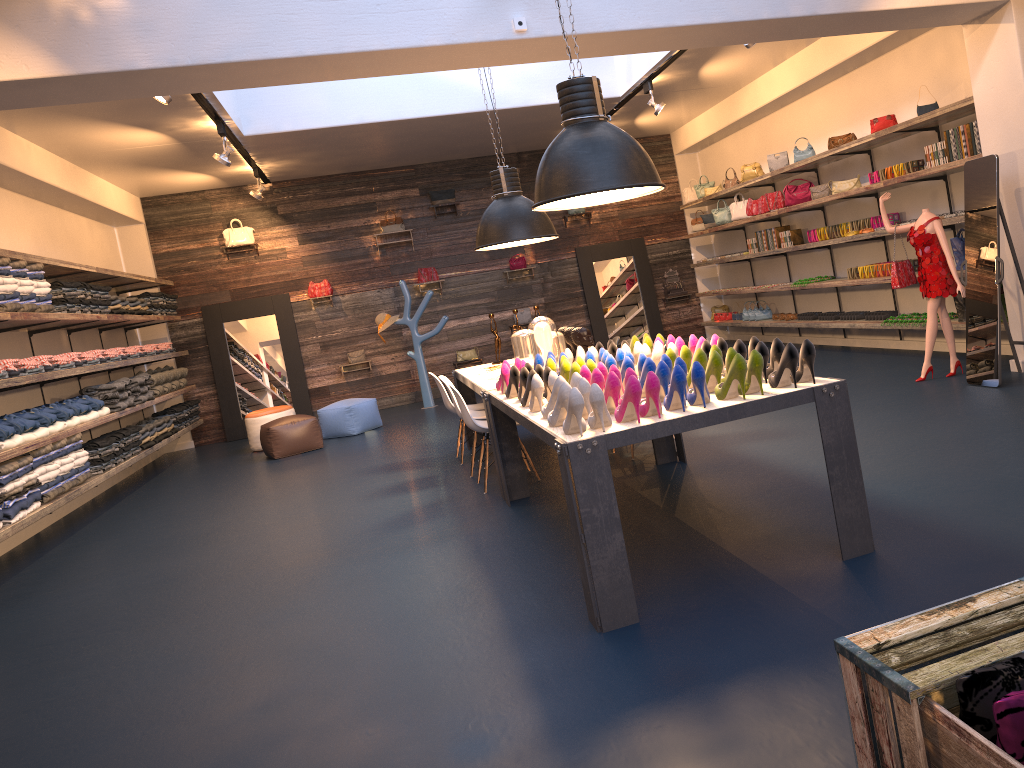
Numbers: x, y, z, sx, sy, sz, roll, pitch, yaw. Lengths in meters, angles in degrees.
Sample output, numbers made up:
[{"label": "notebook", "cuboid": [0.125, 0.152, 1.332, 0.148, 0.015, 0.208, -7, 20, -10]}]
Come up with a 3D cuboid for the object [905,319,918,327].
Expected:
[{"label": "object", "cuboid": [4.040, -0.625, 8.741, 0.248, 0.058, 0.078, -12, 5, -20]}]

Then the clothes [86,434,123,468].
[{"label": "clothes", "cuboid": [-3.833, 0.641, 8.120, 0.390, 0.298, 0.301, -12, 5, -24]}]

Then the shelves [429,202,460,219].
[{"label": "shelves", "cuboid": [-1.005, -2.616, 13.088, 0.473, 0.178, 0.234, -11, 5, -15]}]

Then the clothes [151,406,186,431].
[{"label": "clothes", "cuboid": [-4.228, 0.447, 10.740, 0.384, 0.298, 0.315, -11, 5, -10]}]

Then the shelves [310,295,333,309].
[{"label": "shelves", "cuboid": [-2.740, -1.182, 12.558, 0.318, 0.157, 0.235, -11, 5, -14]}]

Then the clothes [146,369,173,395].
[{"label": "clothes", "cuboid": [-4.372, -0.031, 10.663, 0.345, 0.341, 0.385, -10, 5, -5]}]

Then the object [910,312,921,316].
[{"label": "object", "cuboid": [4.242, -0.722, 9.103, 0.254, 0.075, 0.077, -13, 5, -29]}]

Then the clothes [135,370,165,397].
[{"label": "clothes", "cuboid": [-4.307, 0.000, 10.242, 0.345, 0.341, 0.385, -10, 5, -5]}]

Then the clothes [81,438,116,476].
[{"label": "clothes", "cuboid": [-3.774, 0.661, 7.811, 0.384, 0.298, 0.315, -11, 5, -10]}]

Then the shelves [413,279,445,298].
[{"label": "shelves", "cuboid": [-1.226, -1.424, 13.022, 0.473, 0.210, 0.234, -11, 5, -15]}]

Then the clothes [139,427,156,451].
[{"label": "clothes", "cuboid": [-4.063, 0.595, 9.201, 0.422, 0.251, 0.343, -10, 5, -3]}]

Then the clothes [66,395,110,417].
[{"label": "clothes", "cuboid": [-4.022, 0.232, 8.039, 0.443, 0.240, 0.411, -11, 5, -13]}]

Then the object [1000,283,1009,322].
[{"label": "object", "cuboid": [4.356, -0.722, 7.574, 0.386, 0.338, 0.211, -11, 4, -8]}]

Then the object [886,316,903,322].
[{"label": "object", "cuboid": [4.034, -0.692, 9.134, 0.245, 0.063, 0.080, -11, 5, -11]}]

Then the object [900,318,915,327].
[{"label": "object", "cuboid": [4.023, -0.629, 8.812, 0.248, 0.058, 0.078, -12, 5, -20]}]

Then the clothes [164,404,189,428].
[{"label": "clothes", "cuboid": [-4.287, 0.427, 11.048, 0.390, 0.298, 0.301, -12, 5, -24]}]

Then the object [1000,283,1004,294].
[{"label": "object", "cuboid": [4.300, -0.736, 7.714, 0.359, 0.355, 0.155, -11, 4, -15]}]

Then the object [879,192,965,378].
[{"label": "object", "cuboid": [3.617, -0.879, 7.457, 0.375, 1.661, 0.686, -13, 5, -33]}]

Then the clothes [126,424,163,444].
[{"label": "clothes", "cuboid": [-4.120, 0.567, 9.579, 0.437, 0.251, 0.331, -11, 5, -15]}]

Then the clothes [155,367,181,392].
[{"label": "clothes", "cuboid": [-4.437, -0.062, 11.084, 0.345, 0.341, 0.385, -10, 5, -5]}]

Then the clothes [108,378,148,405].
[{"label": "clothes", "cuboid": [-4.108, 0.092, 9.241, 0.398, 0.302, 0.329, -12, 5, -24]}]

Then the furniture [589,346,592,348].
[{"label": "furniture", "cuboid": [0.947, -0.370, 13.039, 0.601, 0.479, 0.561, -11, 5, -10]}]

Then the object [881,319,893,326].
[{"label": "object", "cuboid": [3.974, -0.656, 9.163, 0.248, 0.058, 0.078, -12, 5, -20]}]

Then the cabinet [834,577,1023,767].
[{"label": "cabinet", "cuboid": [2.039, 0.557, 1.535, 2.819, 0.547, 0.740, -10, 5, -2]}]

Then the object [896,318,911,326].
[{"label": "object", "cuboid": [4.022, -0.638, 8.903, 0.248, 0.058, 0.078, -12, 5, -20]}]

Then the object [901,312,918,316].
[{"label": "object", "cuboid": [4.198, -0.727, 9.210, 0.224, 0.053, 0.089, -8, 5, 17]}]

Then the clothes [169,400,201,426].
[{"label": "clothes", "cuboid": [-4.364, 0.393, 11.519, 0.379, 0.298, 0.625, -11, 5, -8]}]

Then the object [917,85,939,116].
[{"label": "object", "cuboid": [3.811, -2.610, 7.984, 0.191, 0.279, 0.062, -9, 4, 16]}]

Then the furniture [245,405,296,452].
[{"label": "furniture", "cuboid": [-2.938, 0.535, 10.652, 0.601, 0.479, 0.561, -11, 5, -10]}]

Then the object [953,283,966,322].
[{"label": "object", "cuboid": [4.288, -0.787, 8.078, 0.379, 0.389, 0.177, -10, 4, -1]}]

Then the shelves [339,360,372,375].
[{"label": "shelves", "cuboid": [-2.277, -0.239, 12.705, 0.473, 0.143, 0.234, -11, 5, -15]}]

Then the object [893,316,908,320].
[{"label": "object", "cuboid": [4.076, -0.690, 9.052, 0.243, 0.068, 0.081, -11, 5, -9]}]

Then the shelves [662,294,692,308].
[{"label": "shelves", "cuboid": [2.715, -1.364, 14.240, 0.473, 0.157, 0.234, -11, 5, -15]}]

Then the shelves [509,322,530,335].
[{"label": "shelves", "cuboid": [0.201, -0.850, 13.465, 0.473, 0.183, 0.234, -11, 5, -15]}]

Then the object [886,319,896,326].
[{"label": "object", "cuboid": [3.996, -0.651, 9.076, 0.248, 0.058, 0.078, -12, 5, -20]}]

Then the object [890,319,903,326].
[{"label": "object", "cuboid": [3.996, -0.642, 8.985, 0.248, 0.058, 0.078, -12, 5, -20]}]

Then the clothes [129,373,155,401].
[{"label": "clothes", "cuboid": [-4.176, 0.060, 9.599, 0.416, 0.317, 0.335, -12, 5, -26]}]

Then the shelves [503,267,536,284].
[{"label": "shelves", "cuboid": [0.127, -1.686, 13.460, 0.518, 0.184, 0.193, -11, 5, -16]}]

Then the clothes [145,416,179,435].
[{"label": "clothes", "cuboid": [-4.240, 0.510, 10.354, 0.437, 0.251, 0.331, -11, 5, -15]}]

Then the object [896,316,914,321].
[{"label": "object", "cuboid": [4.062, -0.680, 8.962, 0.243, 0.064, 0.083, -11, 5, -9]}]

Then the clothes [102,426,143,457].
[{"label": "clothes", "cuboid": [-3.931, 0.595, 8.744, 0.361, 0.298, 0.300, -11, 5, -6]}]

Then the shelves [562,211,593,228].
[{"label": "shelves", "cuboid": [1.052, -2.597, 13.720, 0.473, 0.177, 0.234, -11, 5, -15]}]

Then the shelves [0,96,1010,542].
[{"label": "shelves", "cuboid": [0.446, -0.473, 5.140, 9.004, 2.224, 16.188, -11, 6, -10]}]

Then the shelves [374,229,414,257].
[{"label": "shelves", "cuboid": [-1.732, -2.086, 12.865, 0.585, 0.316, 0.234, -11, 4, -15]}]

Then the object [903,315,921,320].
[{"label": "object", "cuboid": [4.102, -0.678, 8.878, 0.243, 0.067, 0.082, -11, 5, -9]}]

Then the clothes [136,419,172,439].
[{"label": "clothes", "cuboid": [-4.183, 0.538, 9.976, 0.422, 0.251, 0.343, -10, 5, -3]}]

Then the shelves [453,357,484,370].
[{"label": "shelves", "cuboid": [-0.647, -0.290, 13.204, 0.473, 0.157, 0.234, -11, 5, -15]}]

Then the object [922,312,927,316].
[{"label": "object", "cuboid": [4.269, -0.712, 8.929, 0.257, 0.067, 0.077, -14, 6, -36]}]

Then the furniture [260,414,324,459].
[{"label": "furniture", "cuboid": [-2.508, 0.570, 9.853, 0.700, 0.422, 0.600, -13, 6, -28]}]

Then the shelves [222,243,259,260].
[{"label": "shelves", "cuboid": [-3.810, -1.867, 12.229, 0.473, 0.157, 0.234, -11, 5, -15]}]

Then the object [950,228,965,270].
[{"label": "object", "cuboid": [4.201, -1.254, 7.946, 0.379, 0.389, 0.177, -10, 4, -1]}]

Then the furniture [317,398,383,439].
[{"label": "furniture", "cuboid": [-2.011, 0.398, 10.727, 0.606, 0.422, 0.693, -7, 6, 27]}]

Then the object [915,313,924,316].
[{"label": "object", "cuboid": [4.228, -0.713, 9.013, 0.256, 0.073, 0.078, -14, 6, -37]}]

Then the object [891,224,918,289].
[{"label": "object", "cuboid": [3.425, -1.130, 7.654, 0.347, 0.552, 0.083, -13, 5, -38]}]

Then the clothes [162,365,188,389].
[{"label": "clothes", "cuboid": [-4.502, -0.092, 11.505, 0.345, 0.341, 0.385, -10, 5, -5]}]

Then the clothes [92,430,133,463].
[{"label": "clothes", "cuboid": [-3.882, 0.618, 8.431, 0.368, 0.298, 0.294, -11, 5, -13]}]
